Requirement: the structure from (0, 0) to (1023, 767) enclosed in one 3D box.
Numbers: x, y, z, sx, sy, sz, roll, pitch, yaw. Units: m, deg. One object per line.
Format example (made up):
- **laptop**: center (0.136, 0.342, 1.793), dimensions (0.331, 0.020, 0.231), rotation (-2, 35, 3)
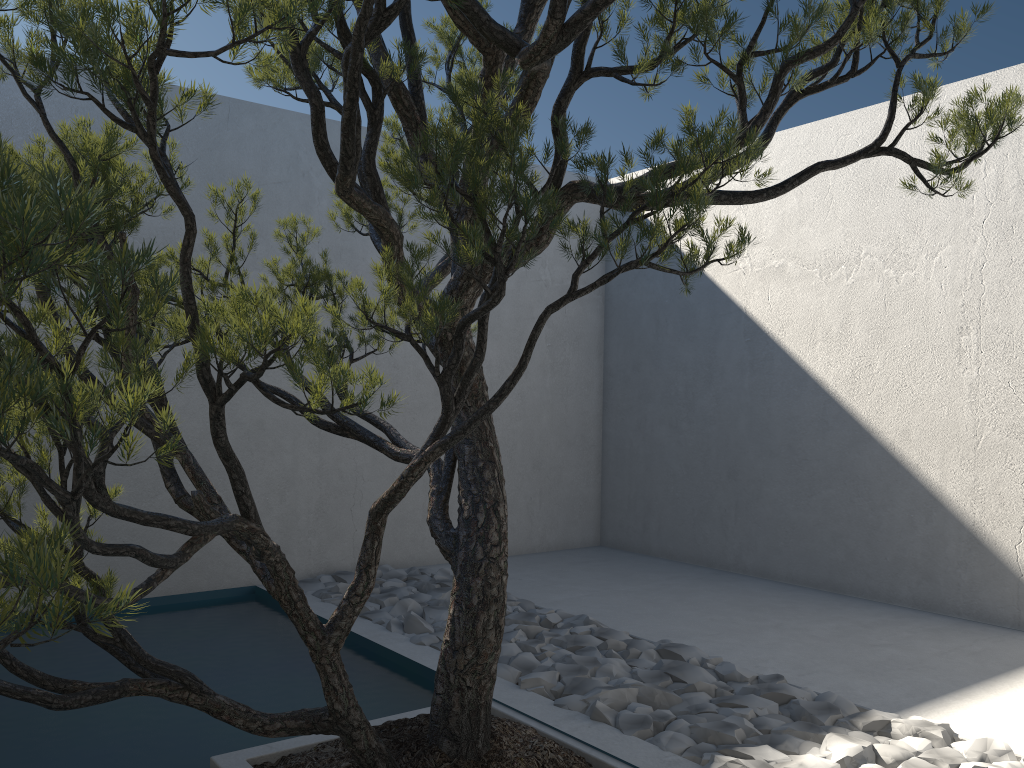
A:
- **structure**: center (-0.287, -0.359, 2.129), dimensions (2.585, 3.479, 2.515), rotation (-1, 2, -44)
